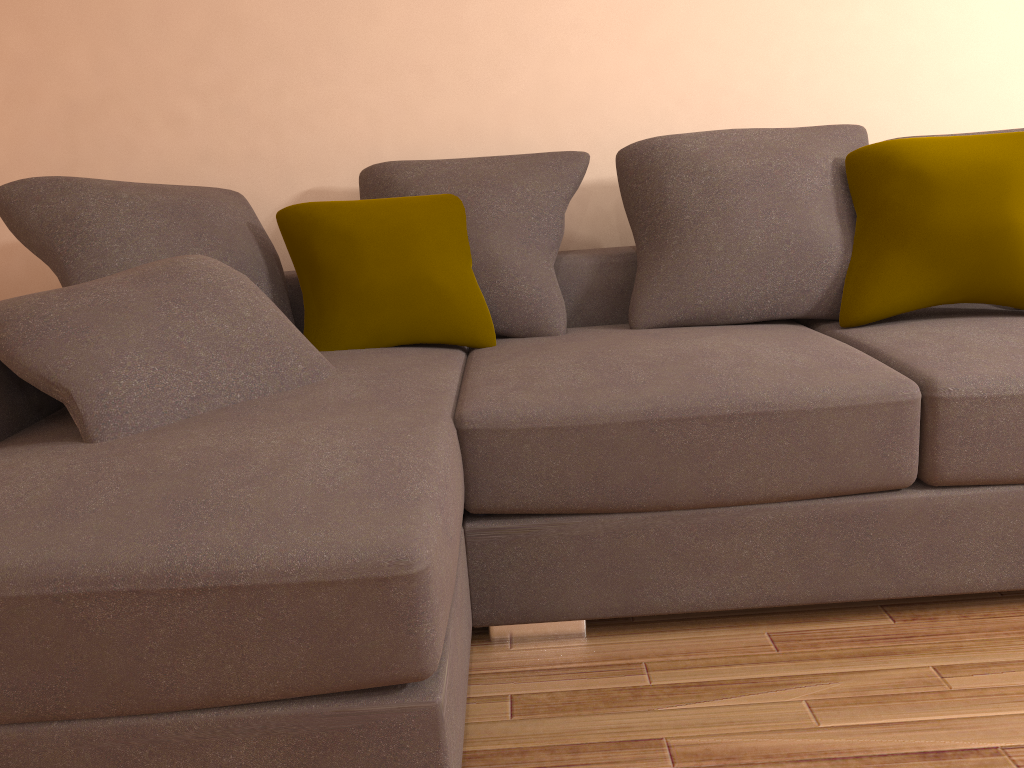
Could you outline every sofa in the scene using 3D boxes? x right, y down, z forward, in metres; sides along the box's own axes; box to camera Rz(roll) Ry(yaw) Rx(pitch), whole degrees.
[{"bbox_3d":[0.398,0.129,2.196,3.565,0.776,1.906,-4,14,1],"label":"sofa"}]

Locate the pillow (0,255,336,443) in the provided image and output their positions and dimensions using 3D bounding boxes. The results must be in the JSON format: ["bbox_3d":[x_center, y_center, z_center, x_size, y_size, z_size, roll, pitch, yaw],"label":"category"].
[{"bbox_3d":[-0.815,-0.071,2.070,0.645,0.415,0.792,7,18,39],"label":"pillow"}]

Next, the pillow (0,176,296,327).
[{"bbox_3d":[-0.983,-0.336,2.605,0.483,0.578,0.806,7,18,39],"label":"pillow"}]

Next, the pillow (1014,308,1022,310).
[{"bbox_3d":[1.727,-0.377,2.148,0.560,0.470,0.749,-12,16,-27],"label":"pillow"}]

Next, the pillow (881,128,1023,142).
[{"bbox_3d":[1.433,-0.439,2.668,0.811,0.635,0.399,8,19,42],"label":"pillow"}]

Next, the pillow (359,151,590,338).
[{"bbox_3d":[-0.157,-0.435,2.840,0.787,0.576,0.431,0,14,15],"label":"pillow"}]

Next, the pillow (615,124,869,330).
[{"bbox_3d":[0.722,-0.475,2.690,0.783,0.590,0.459,-3,14,5],"label":"pillow"}]

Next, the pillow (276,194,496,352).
[{"bbox_3d":[-0.367,-0.308,2.636,0.631,0.486,0.335,-6,14,-6],"label":"pillow"}]

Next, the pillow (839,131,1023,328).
[{"bbox_3d":[1.242,-0.425,2.405,0.658,0.492,0.382,2,15,24],"label":"pillow"}]
